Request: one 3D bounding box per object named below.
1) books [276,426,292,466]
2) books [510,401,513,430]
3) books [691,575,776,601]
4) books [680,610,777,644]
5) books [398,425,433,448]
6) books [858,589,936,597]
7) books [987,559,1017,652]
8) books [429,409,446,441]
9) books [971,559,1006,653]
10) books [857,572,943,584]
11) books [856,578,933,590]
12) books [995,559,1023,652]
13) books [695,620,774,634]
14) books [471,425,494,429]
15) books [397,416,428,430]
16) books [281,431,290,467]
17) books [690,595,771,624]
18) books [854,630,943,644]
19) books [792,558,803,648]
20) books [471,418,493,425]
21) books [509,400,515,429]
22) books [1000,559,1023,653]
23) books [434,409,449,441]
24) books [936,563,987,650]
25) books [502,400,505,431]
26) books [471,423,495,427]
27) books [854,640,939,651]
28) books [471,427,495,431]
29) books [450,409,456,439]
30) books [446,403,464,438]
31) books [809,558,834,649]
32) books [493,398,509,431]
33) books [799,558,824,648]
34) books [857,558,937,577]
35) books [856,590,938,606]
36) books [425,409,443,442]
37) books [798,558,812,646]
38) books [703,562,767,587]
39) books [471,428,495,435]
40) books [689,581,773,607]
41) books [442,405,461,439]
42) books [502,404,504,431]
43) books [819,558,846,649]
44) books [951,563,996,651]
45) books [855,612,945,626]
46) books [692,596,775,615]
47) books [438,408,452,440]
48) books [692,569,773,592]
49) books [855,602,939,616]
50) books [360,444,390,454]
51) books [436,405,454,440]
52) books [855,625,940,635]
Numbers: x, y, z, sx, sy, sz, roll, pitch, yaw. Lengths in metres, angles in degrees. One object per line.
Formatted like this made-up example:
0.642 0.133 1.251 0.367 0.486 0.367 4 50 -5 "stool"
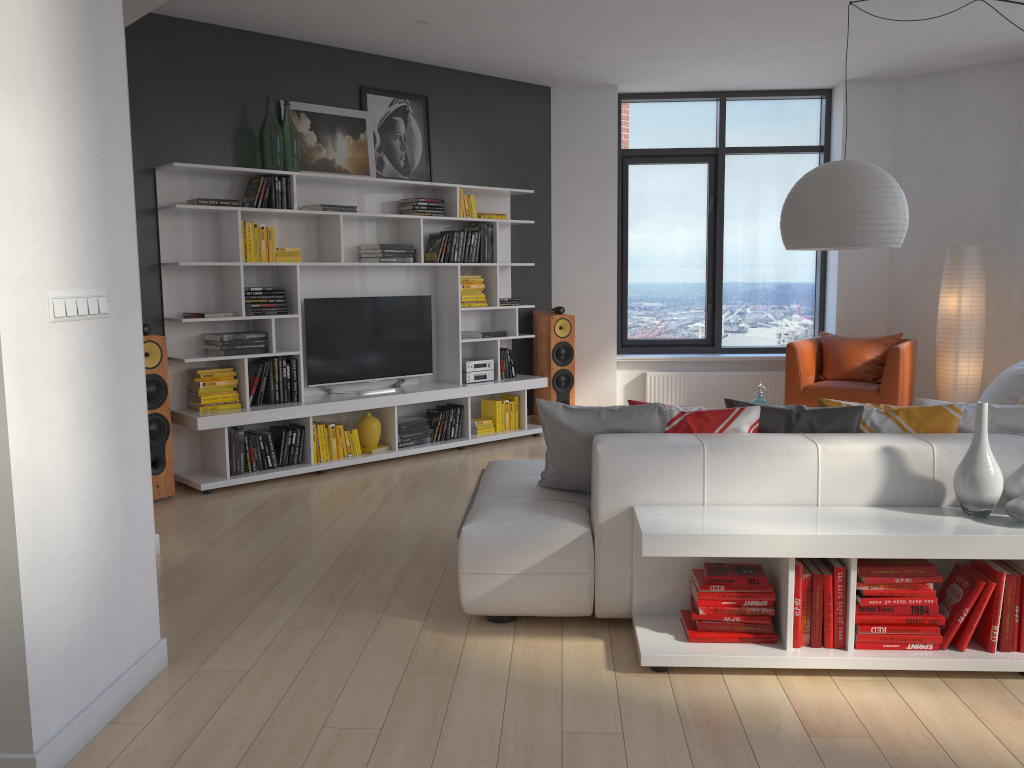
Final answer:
-1.581 0.423 6.092 0.075 0.254 0.192 -7 9 -42 "books"
-0.059 0.255 7.423 0.024 0.234 0.172 -7 9 -41 "books"
0.781 0.725 3.154 0.269 0.028 0.179 0 7 4 "books"
0.767 0.866 3.166 0.301 0.032 0.227 0 7 3 "books"
-0.819 0.388 6.797 0.277 0.137 0.343 6 9 43 "books"
1.309 0.696 3.069 0.236 0.023 0.178 0 7 3 "books"
1.658 0.751 3.055 0.038 0.270 0.215 0 7 3 "books"
-0.608 0.321 6.946 0.096 0.234 0.187 -7 9 -41 "books"
1.618 0.749 3.041 0.046 0.282 0.199 0 7 3 "books"
1.309 0.647 3.064 0.266 0.026 0.187 -1 7 -2 "books"
1.291 0.672 3.075 0.257 0.025 0.182 0 7 3 "books"
1.688 0.755 3.045 0.028 0.266 0.188 0 7 3 "books"
0.783 0.832 3.168 0.259 0.034 0.206 0 7 6 "books"
-0.251 0.345 7.234 0.169 0.018 0.113 -6 9 -40 "books"
-0.839 0.295 6.798 0.250 0.047 0.310 6 10 43 "books"
-1.582 0.435 6.058 0.069 0.242 0.172 -7 9 -41 "books"
0.773 0.803 3.157 0.266 0.026 0.187 1 7 9 "books"
1.307 0.846 3.067 0.282 0.030 0.188 0 7 4 "books"
0.970 0.741 3.099 0.036 0.294 0.208 0 7 3 "books"
-0.268 0.307 7.252 0.186 0.026 0.138 -7 9 -41 "books"
-0.042 0.253 7.443 0.024 0.234 0.172 -7 9 -41 "books"
1.714 0.754 3.028 0.028 0.269 0.181 0 7 3 "books"
-0.575 0.319 6.956 0.081 0.233 0.169 -7 9 -42 "books"
1.515 0.763 3.055 0.144 0.247 0.188 0 7 4 "books"
-0.122 0.254 7.371 0.019 0.251 0.180 -7 9 -41 "books"
-0.256 0.328 7.247 0.187 0.014 0.134 -7 9 -41 "books"
1.305 0.872 3.088 0.274 0.029 0.200 0 7 3 "books"
-0.260 0.357 7.253 0.196 0.011 0.148 -7 9 -41 "books"
-0.517 0.307 7.017 0.068 0.243 0.179 -7 9 -43 "books"
-0.468 0.291 7.067 0.066 0.260 0.197 -7 9 -41 "books"
1.077 0.757 3.089 0.042 0.259 0.195 0 7 3 "books"
-0.100 0.252 7.387 0.035 0.250 0.185 -7 9 -41 "books"
1.039 0.757 3.101 0.034 0.259 0.207 0 7 3 "books"
1.292 0.617 3.070 0.259 0.034 0.206 -1 7 0 "books"
1.301 0.720 3.077 0.261 0.027 0.191 -1 7 -1 "books"
-0.630 0.324 6.920 0.104 0.234 0.182 -7 9 -41 "books"
1.005 0.758 3.102 0.031 0.255 0.181 0 7 3 "books"
0.786 0.674 3.141 0.206 0.029 0.152 1 7 9 "books"
-0.257 0.380 7.253 0.190 0.033 0.147 -7 9 -41 "books"
0.780 0.750 3.174 0.261 0.028 0.191 0 7 3 "books"
-0.493 0.299 7.045 0.084 0.249 0.191 -7 9 -41 "books"
-0.125 0.270 7.345 0.024 0.229 0.156 -7 9 -42 "books"
1.111 0.741 3.090 0.049 0.291 0.214 0 7 3 "books"
1.556 0.764 3.046 0.115 0.245 0.192 0 7 3 "books"
1.311 0.786 3.100 0.301 0.032 0.227 0 7 3 "books"
0.783 0.777 3.160 0.257 0.025 0.182 0 7 3 "books"
-0.541 0.314 6.969 0.069 0.242 0.172 -7 9 -41 "books"
0.780 0.699 3.154 0.254 0.025 0.178 0 7 3 "books"
1.304 0.751 3.097 0.279 0.039 0.206 0 7 4 "books"
-1.067 0.473 6.562 0.270 0.029 0.204 4 8 33 "books"
-0.542 0.302 7.003 0.075 0.254 0.192 -7 9 -42 "books"
1.305 0.818 3.067 0.266 0.026 0.187 0 7 3 "books"
